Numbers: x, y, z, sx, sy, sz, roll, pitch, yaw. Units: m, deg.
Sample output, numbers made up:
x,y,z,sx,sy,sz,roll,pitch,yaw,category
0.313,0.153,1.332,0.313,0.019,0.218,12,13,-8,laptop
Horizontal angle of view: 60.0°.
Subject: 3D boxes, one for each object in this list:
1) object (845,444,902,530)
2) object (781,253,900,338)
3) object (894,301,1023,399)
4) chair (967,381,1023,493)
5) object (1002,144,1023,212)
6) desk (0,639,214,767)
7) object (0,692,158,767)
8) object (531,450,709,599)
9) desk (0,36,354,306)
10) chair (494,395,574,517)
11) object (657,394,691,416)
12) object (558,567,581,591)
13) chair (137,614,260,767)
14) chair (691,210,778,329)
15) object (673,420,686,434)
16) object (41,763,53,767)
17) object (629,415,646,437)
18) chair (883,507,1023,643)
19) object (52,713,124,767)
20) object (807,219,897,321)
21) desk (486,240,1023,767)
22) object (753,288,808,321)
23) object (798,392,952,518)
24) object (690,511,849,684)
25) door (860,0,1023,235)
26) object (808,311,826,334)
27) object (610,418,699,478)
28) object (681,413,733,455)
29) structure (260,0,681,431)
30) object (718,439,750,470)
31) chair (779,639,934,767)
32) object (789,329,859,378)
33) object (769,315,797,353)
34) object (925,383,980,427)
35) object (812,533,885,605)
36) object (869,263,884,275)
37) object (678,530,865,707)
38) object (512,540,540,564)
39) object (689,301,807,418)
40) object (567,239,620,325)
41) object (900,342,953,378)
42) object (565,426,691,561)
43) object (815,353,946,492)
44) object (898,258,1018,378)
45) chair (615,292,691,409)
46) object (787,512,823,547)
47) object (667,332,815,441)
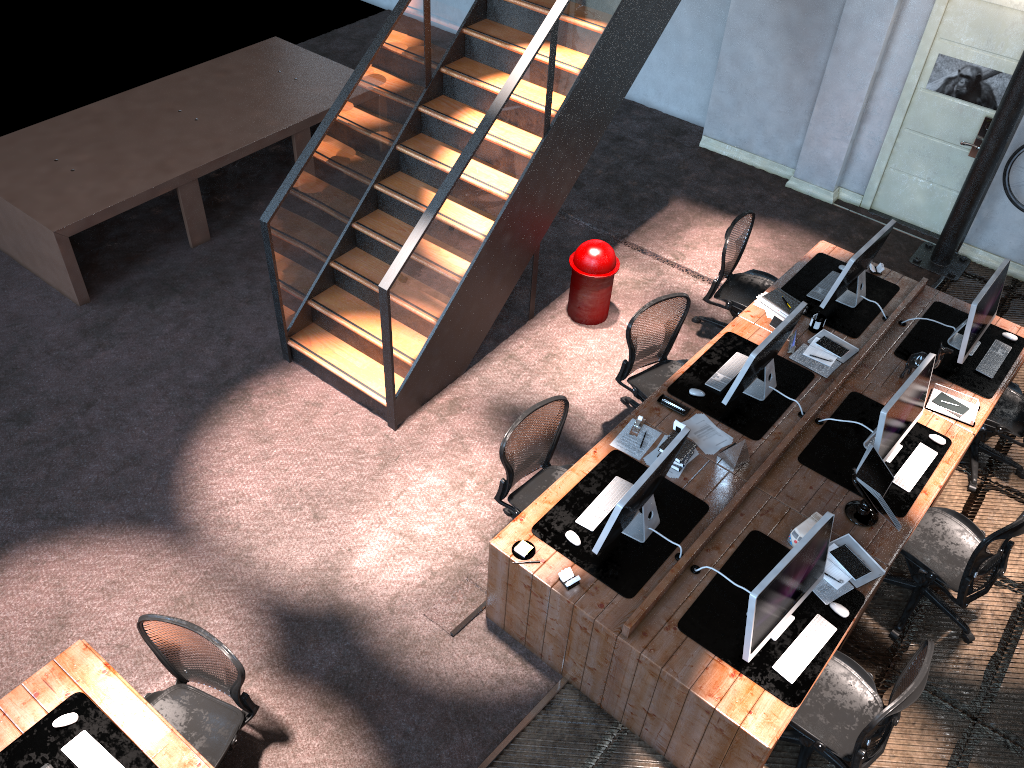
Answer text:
x,y,z,sx,sy,sz,roll,pitch,yaw,category
2.042,0.616,5.019,0.304,0.380,0.417,10,43,6,object
2.460,-0.689,6.717,0.687,0.008,0.848,31,50,26,object
3.200,-0.263,6.317,0.687,0.008,0.848,31,50,26,object
3.410,0.140,6.211,0.792,1.085,0.770,14,44,10,chair
4.741,-2.040,7.043,1.022,1.846,0.655,11,44,8,object
-1.042,2.857,3.178,4.117,0.840,1.748,30,49,25,desk
-1.897,1.792,3.763,0.848,0.008,0.687,30,49,25,object
0.624,0.764,5.038,0.687,0.008,0.848,31,50,26,object
-3.065,-2.203,8.483,1.650,0.750,3.630,30,49,25,desk
0.278,0.652,5.440,0.792,1.085,0.770,21,46,18,chair
1.044,0.134,5.723,0.215,0.031,0.089,30,49,25,object
0.303,1.024,4.698,0.082,0.063,0.106,-24,50,-26,object
-1.554,1.659,4.237,0.770,1.085,0.792,7,43,3,chair
1.910,-0.780,7.082,0.792,1.085,0.770,14,44,10,chair
1.041,0.276,5.523,0.076,0.102,0.034,31,49,26,object
-1.975,1.733,3.610,0.390,0.283,0.323,32,50,27,object
0.788,0.253,5.553,0.054,0.064,0.159,20,46,17,object
2.579,0.971,5.267,0.792,1.085,0.770,29,49,24,chair
-1.834,1.649,3.895,0.577,0.040,0.139,30,49,25,object
2.514,-0.874,6.525,0.586,0.581,0.692,0,43,-5,object
1.847,0.492,5.903,1.748,0.840,4.117,32,50,27,desk
1.970,-0.599,6.543,0.325,0.065,0.363,-17,47,-21,object
2.270,0.413,5.531,0.687,0.008,0.848,31,50,26,object
1.363,1.047,4.396,0.811,0.578,0.663,5,43,1,object
4.027,-2.414,8.109,1.013,2.268,0.064,30,49,25,door
2.186,-0.440,6.346,0.099,0.138,0.078,-24,50,-26,object
0.884,0.356,5.425,0.478,0.098,0.319,28,48,24,object
1.210,0.311,5.566,0.246,0.002,0.315,-25,50,-27,object
0.674,-2.546,7.236,10.620,4.603,5.793,30,49,25,structure
1.344,0.353,5.299,0.178,0.320,0.165,-31,53,-31,object
1.626,1.625,4.503,0.792,1.085,0.770,21,46,18,chair
2.179,-0.223,6.182,0.467,0.017,0.304,-32,54,-32,object
1.953,-0.357,6.271,0.129,0.083,0.347,-7,44,-11,object
2.907,0.136,5.834,0.316,0.060,0.229,24,47,20,object
1.777,1.002,4.849,0.467,0.017,0.304,-19,48,-22,object
2.850,-0.910,6.939,0.106,0.063,0.082,8,43,4,object
1.366,1.190,4.639,0.687,0.008,0.848,31,50,26,object
0.068,0.907,4.832,0.158,0.026,0.154,-1,43,-5,object
1.534,-0.184,5.716,0.735,0.576,0.654,-1,43,-5,object
0.664,-0.866,7.343,0.414,0.707,0.414,-2,43,-6,object
2.773,-0.152,5.920,0.229,0.351,0.135,28,48,24,object
0.727,0.618,4.802,0.610,0.573,0.714,29,49,24,object
2.369,0.235,5.332,0.772,0.578,0.642,-2,43,-6,object
3.266,-0.451,6.125,0.799,0.576,0.648,-2,43,-6,object
1.123,-0.046,6.245,0.792,1.085,0.770,29,49,24,chair
1.668,0.829,4.984,0.253,0.146,0.128,-27,51,-28,object
1.537,-0.008,5.926,0.687,0.008,0.848,31,50,26,object
